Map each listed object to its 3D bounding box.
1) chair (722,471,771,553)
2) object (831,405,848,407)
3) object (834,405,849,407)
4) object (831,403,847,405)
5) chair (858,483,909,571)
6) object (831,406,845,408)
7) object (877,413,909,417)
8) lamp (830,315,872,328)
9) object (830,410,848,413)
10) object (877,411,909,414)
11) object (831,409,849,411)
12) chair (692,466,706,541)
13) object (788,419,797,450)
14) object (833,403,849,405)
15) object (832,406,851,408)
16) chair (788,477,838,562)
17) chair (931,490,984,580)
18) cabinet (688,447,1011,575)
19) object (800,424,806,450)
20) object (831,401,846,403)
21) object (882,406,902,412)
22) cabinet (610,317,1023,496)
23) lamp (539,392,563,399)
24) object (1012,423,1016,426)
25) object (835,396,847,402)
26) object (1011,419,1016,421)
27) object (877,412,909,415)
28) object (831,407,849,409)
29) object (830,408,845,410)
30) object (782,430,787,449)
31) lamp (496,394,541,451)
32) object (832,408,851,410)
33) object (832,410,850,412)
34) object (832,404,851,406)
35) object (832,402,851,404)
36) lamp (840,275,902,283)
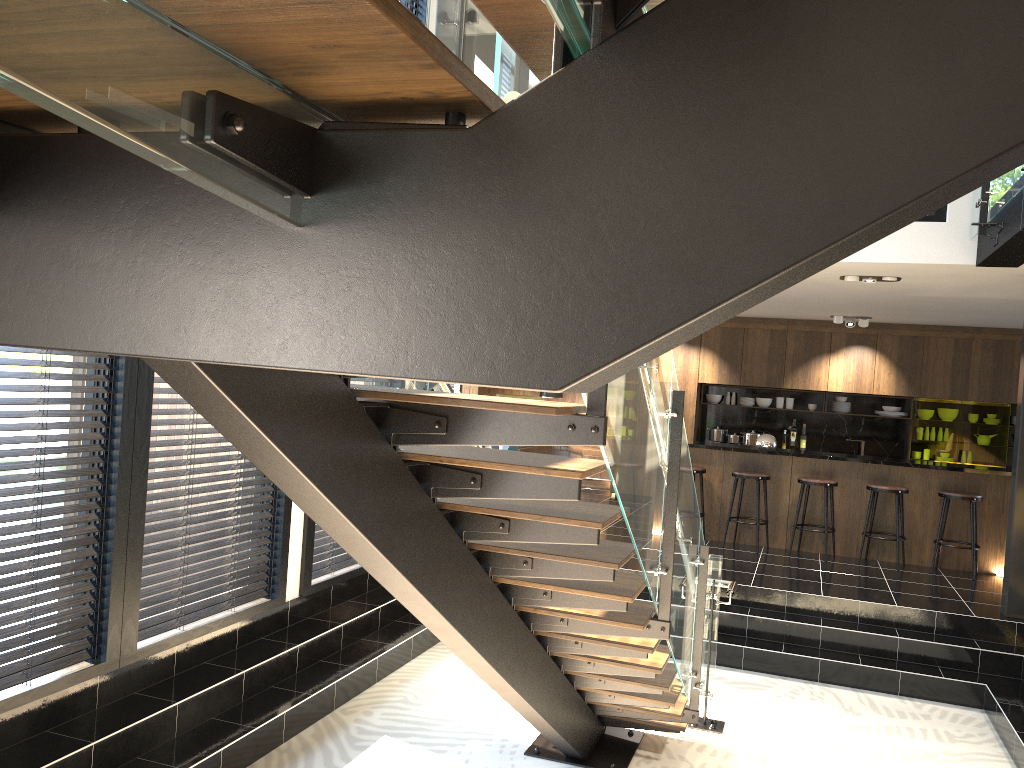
[{"bbox_3d":[2.474,1.326,9.279,0.412,0.799,0.412,4,1,28],"label":"chair"},{"bbox_3d":[4.659,0.324,12.572,0.269,0.024,0.268,4,0,-33],"label":"object"},{"bbox_3d":[4.660,0.313,12.572,0.269,0.024,0.268,4,0,-33],"label":"object"},{"bbox_3d":[4.661,0.296,12.571,0.269,0.024,0.268,4,0,-33],"label":"object"},{"bbox_3d":[3.722,1.415,8.859,0.412,0.799,0.412,4,1,28],"label":"chair"},{"bbox_3d":[4.658,0.340,12.572,0.269,0.024,0.268,4,0,-33],"label":"object"},{"bbox_3d":[5.263,0.433,12.297,0.438,0.039,0.438,4,0,-35],"label":"object"},{"bbox_3d":[4.336,-0.866,11.339,0.501,0.280,0.349,4,1,18],"label":"lamp"},{"bbox_3d":[4.654,0.395,12.573,0.269,0.024,0.268,4,0,-33],"label":"object"},{"bbox_3d":[5.265,0.406,12.297,0.438,0.039,0.438,4,0,-35],"label":"object"},{"bbox_3d":[4.655,0.379,12.573,0.269,0.024,0.268,4,0,-33],"label":"object"},{"bbox_3d":[1.849,1.281,9.488,0.412,0.799,0.412,4,1,28],"label":"chair"},{"bbox_3d":[4.041,0.730,12.790,0.133,0.451,0.116,4,1,19],"label":"object"},{"bbox_3d":[4.662,0.286,12.571,0.269,0.024,0.268,4,0,-33],"label":"object"},{"bbox_3d":[4.659,0.333,12.572,0.269,0.024,0.268,4,0,-33],"label":"object"},{"bbox_3d":[3.098,1.371,9.069,0.412,0.799,0.412,4,1,28],"label":"chair"},{"bbox_3d":[4.346,1.460,8.650,0.412,0.799,0.412,4,1,28],"label":"chair"},{"bbox_3d":[3.326,1.285,9.462,3.563,0.994,0.698,4,1,19],"label":"cabinet"},{"bbox_3d":[4.191,0.769,12.747,0.077,0.395,0.077,3,1,-29],"label":"object"},{"bbox_3d":[4.663,0.269,12.571,0.269,0.024,0.268,4,0,-33],"label":"object"},{"bbox_3d":[5.267,0.358,12.298,0.254,0.088,0.254,4,0,44],"label":"object"},{"bbox_3d":[4.912,0.534,12.239,6.890,2.691,0.869,4,1,19],"label":"cabinet"},{"bbox_3d":[0.668,-0.258,14.381,0.389,0.974,0.389,4,1,-28],"label":"lamp"},{"bbox_3d":[6.756,0.543,11.784,0.220,0.033,0.220,4,0,28],"label":"object"},{"bbox_3d":[4.663,0.226,12.571,0.168,0.087,0.168,4,0,38],"label":"object"},{"bbox_3d":[6.760,0.495,11.783,0.220,0.033,0.220,4,0,28],"label":"object"},{"bbox_3d":[5.264,0.421,12.297,0.438,0.039,0.438,4,0,-35],"label":"object"},{"bbox_3d":[4.657,0.351,12.572,0.269,0.024,0.268,4,0,-33],"label":"object"},{"bbox_3d":[4.656,0.368,12.573,0.269,0.024,0.268,4,0,-33],"label":"object"},{"bbox_3d":[3.939,0.805,12.820,0.057,0.287,0.058,5,1,31],"label":"object"},{"bbox_3d":[-0.057,0.825,8.440,0.437,1.445,0.637,5,1,44],"label":"lamp"},{"bbox_3d":[4.657,0.360,12.572,0.269,0.024,0.268,4,0,-33],"label":"object"},{"bbox_3d":[4.655,0.388,12.573,0.269,0.024,0.268,4,0,-33],"label":"object"},{"bbox_3d":[4.661,0.305,12.571,0.269,0.024,0.268,4,0,-33],"label":"object"},{"bbox_3d":[4.663,0.278,12.571,0.269,0.024,0.268,4,0,-33],"label":"object"},{"bbox_3d":[3.146,-0.980,7.780,0.501,0.195,0.349,4,0,19],"label":"lamp"}]
